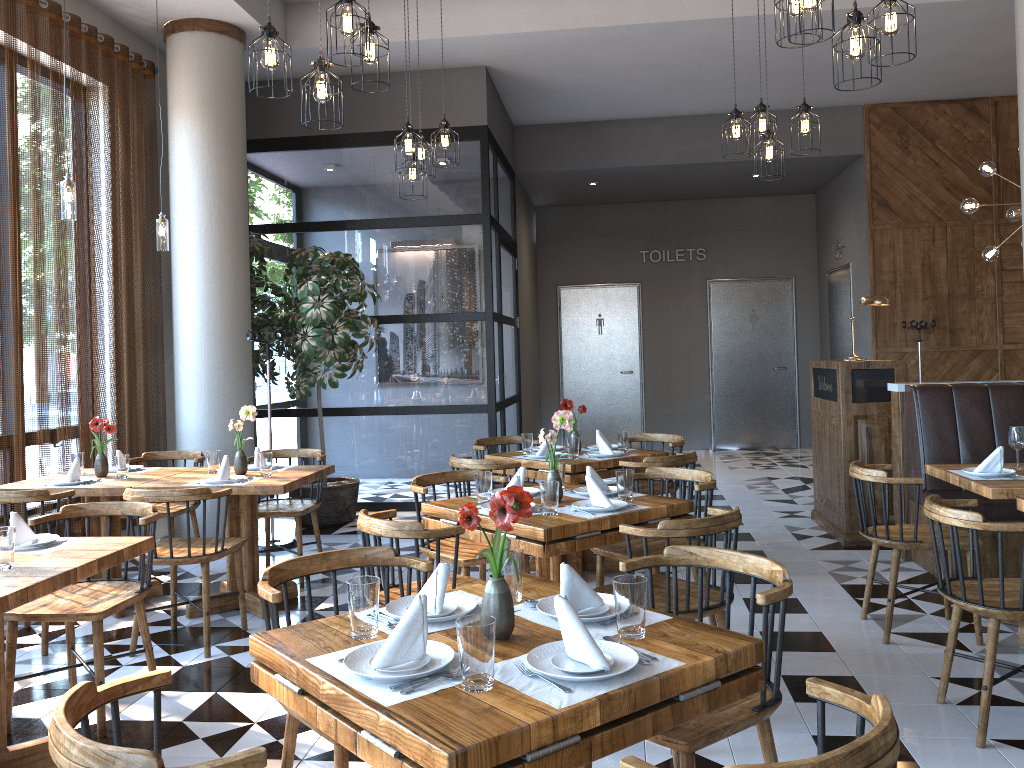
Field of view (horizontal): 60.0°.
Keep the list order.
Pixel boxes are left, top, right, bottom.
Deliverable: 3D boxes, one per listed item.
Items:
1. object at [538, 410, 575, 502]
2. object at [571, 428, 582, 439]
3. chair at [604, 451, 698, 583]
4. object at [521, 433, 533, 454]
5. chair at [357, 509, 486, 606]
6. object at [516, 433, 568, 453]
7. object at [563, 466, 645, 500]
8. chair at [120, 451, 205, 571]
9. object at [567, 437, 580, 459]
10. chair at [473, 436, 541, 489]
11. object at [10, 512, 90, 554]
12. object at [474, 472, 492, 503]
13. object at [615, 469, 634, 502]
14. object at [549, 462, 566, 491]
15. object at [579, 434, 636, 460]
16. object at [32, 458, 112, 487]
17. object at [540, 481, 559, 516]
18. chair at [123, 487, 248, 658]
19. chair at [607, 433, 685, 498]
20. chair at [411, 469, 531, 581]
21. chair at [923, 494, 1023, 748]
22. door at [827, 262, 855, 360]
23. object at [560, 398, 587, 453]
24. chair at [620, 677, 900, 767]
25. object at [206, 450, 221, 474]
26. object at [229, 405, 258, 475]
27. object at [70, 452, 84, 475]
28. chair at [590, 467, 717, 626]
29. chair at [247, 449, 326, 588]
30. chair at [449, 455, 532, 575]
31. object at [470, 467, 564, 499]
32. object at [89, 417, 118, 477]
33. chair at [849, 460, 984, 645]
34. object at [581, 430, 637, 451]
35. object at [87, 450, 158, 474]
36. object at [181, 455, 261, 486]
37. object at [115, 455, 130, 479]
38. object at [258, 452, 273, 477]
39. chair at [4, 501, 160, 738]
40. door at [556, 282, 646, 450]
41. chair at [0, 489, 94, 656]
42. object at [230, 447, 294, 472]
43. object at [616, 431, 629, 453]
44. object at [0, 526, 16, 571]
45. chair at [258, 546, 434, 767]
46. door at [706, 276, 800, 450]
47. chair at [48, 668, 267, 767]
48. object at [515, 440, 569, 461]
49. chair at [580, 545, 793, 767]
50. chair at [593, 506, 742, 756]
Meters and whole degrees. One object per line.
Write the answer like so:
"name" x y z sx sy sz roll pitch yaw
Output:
"object" 0.203 0.317 3.879 0.146 0.400 0.206 -2 0 18
"object" 0.441 0.373 6.063 0.080 0.132 0.080 -2 0 32
"chair" 0.819 0.810 5.249 0.520 0.817 0.549 -2 0 -38
"object" 0.100 0.391 5.793 0.080 0.132 0.080 -2 0 -18
"chair" -0.311 0.900 3.480 0.550 0.817 0.519 -2 0 -38
"object" 0.242 0.379 5.970 0.352 0.137 0.272 -3 2 -38
"object" 0.396 0.437 4.058 0.272 0.137 0.352 -3 2 -38
"chair" -2.329 0.880 5.884 0.519 0.817 0.550 -2 0 7
"object" 0.378 0.394 5.449 0.080 0.132 0.080 -2 0 22
"chair" 0.024 0.800 6.263 0.520 0.817 0.549 -2 0 -38
"object" -1.790 0.526 3.252 0.352 0.137 0.272 -1 1 7
"object" -0.125 0.459 3.923 0.080 0.132 0.080 -2 0 22
"object" 0.492 0.443 3.862 0.080 0.132 0.080 -2 0 22
"object" 0.216 0.440 4.193 0.080 0.132 0.080 -2 0 22
"object" 0.579 0.383 5.552 0.352 0.137 0.272 -3 2 -38
"object" -2.471 0.490 4.975 0.352 0.137 0.272 -1 1 7
"object" 0.153 0.462 3.580 0.080 0.132 0.080 -2 0 22
"chair" -1.648 0.906 4.487 0.519 0.817 0.550 -2 0 7
"chair" 0.922 0.776 6.177 0.550 0.817 0.519 -2 0 -38
"chair" -0.202 0.867 4.385 0.520 0.817 0.549 -2 0 -38
"chair" 1.836 0.845 3.264 0.549 0.817 0.519 -2 0 7
"door" 4.108 -0.266 11.081 0.114 2.395 1.207 -2 0 7
"object" 0.392 0.271 5.793 0.156 0.355 0.171 -2 0 -36
"chair" 0.371 0.944 1.525 0.520 0.817 0.549 -2 0 -38
"object" -1.772 0.463 5.264 0.080 0.132 0.080 -2 0 -8
"object" -1.554 0.326 5.143 0.146 0.400 0.206 -2 0 -1
"object" -2.634 0.484 5.368 0.080 0.132 0.080 -2 0 22
"chair" 0.702 0.845 4.276 0.550 0.817 0.519 -2 0 -38
"chair" -1.491 0.859 5.783 0.519 0.817 0.550 -2 0 7
"chair" -0.085 0.832 5.358 0.550 0.817 0.519 -2 0 -38
"object" 0.020 0.446 4.100 0.352 0.137 0.272 -3 2 -38
"object" -2.434 0.370 5.275 0.156 0.355 0.171 -2 0 -17
"chair" 1.968 0.805 4.358 0.549 0.817 0.519 -2 0 7
"object" 0.618 0.369 5.928 0.272 0.137 0.352 -3 2 -38
"object" -2.414 0.471 5.505 0.352 0.137 0.272 -1 1 7
"object" -1.589 0.468 4.869 0.352 0.137 0.272 -1 1 7
"object" -2.262 0.481 5.143 0.080 0.132 0.080 -2 0 22
"object" -1.400 0.459 5.039 0.080 0.132 0.080 -2 0 -8
"chair" -1.749 0.936 3.643 0.519 0.817 0.550 -2 0 7
"door" 1.270 -0.233 12.615 1.206 2.395 0.114 -2 -1 7
"chair" -2.485 0.927 4.588 0.519 0.817 0.550 -2 0 7
"object" -1.532 0.449 5.399 0.352 0.137 0.272 -1 1 7
"object" 0.717 0.375 5.731 0.080 0.132 0.080 -2 0 32
"object" -1.659 0.537 2.884 0.080 0.132 0.080 -2 0 -8
"chair" -0.424 0.934 2.539 0.520 0.817 0.549 -2 0 -38
"door" 3.368 -0.286 12.363 1.206 2.395 0.114 -2 -1 7
"chair" -0.534 0.967 1.634 0.550 0.817 0.519 -2 0 -38
"object" 0.203 0.392 5.594 0.272 0.137 0.352 -3 2 -38
"chair" 0.480 0.911 2.430 0.550 0.817 0.519 -2 0 -38
"chair" 0.593 0.877 3.371 0.520 0.817 0.549 -2 0 -38
